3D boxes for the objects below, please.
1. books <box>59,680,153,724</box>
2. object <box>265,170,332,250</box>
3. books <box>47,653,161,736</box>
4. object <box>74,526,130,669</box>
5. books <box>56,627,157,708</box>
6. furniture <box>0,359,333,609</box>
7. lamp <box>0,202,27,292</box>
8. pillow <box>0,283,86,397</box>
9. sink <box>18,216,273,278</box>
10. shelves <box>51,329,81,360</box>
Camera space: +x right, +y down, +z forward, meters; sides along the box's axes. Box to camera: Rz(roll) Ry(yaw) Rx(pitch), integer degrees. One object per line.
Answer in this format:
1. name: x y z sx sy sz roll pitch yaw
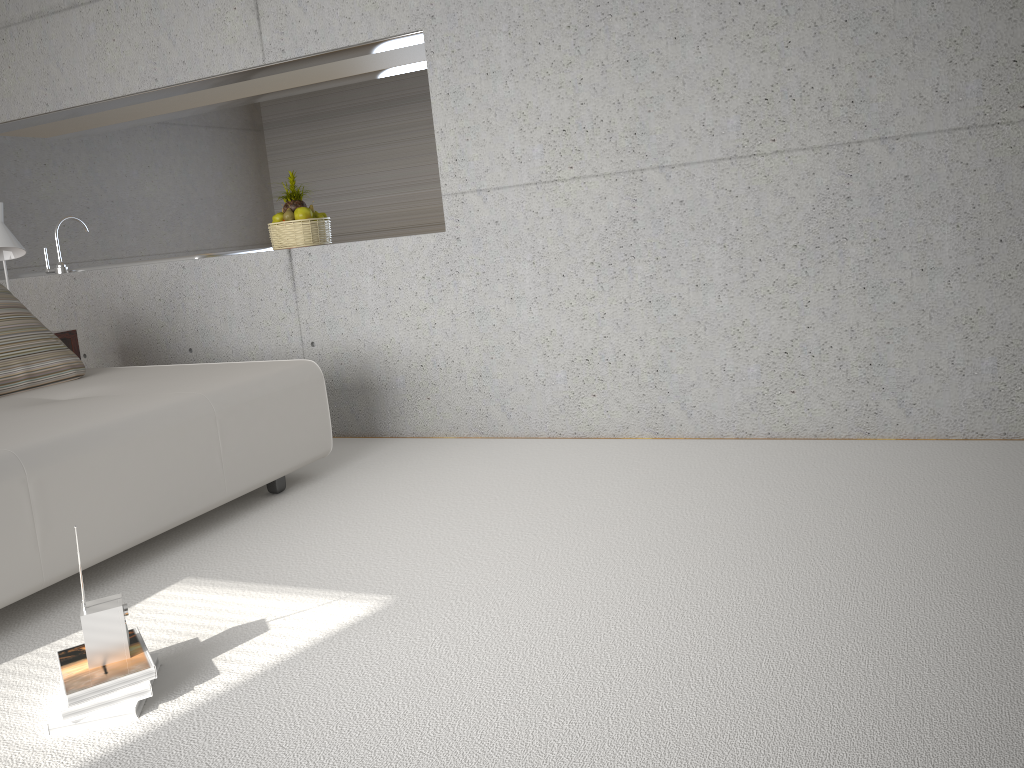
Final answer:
1. books: -0.967 0.702 2.102 0.190 0.032 0.266 -11 11 -25
2. object: -1.238 -1.007 5.082 0.333 0.438 0.373 -5 8 11
3. books: -0.963 0.733 2.105 0.189 0.032 0.267 -8 10 -10
4. object: -0.961 0.477 2.051 0.090 0.363 0.186 -9 7 -24
5. books: -0.969 0.668 2.106 0.190 0.032 0.266 -12 12 -30
6. furniture: -1.967 0.381 3.286 1.609 0.517 2.195 -2 11 25
7. lamp: -2.579 -0.587 4.519 0.244 0.694 0.326 -6 7 7
8. pillow: -2.424 -0.187 3.895 0.577 0.512 0.816 -2 10 26
9. sink: -2.414 -0.841 5.666 1.700 0.535 0.775 -2 10 25
10. shelves: -2.872 0.305 3.708 0.399 0.709 2.278 -3 10 25
